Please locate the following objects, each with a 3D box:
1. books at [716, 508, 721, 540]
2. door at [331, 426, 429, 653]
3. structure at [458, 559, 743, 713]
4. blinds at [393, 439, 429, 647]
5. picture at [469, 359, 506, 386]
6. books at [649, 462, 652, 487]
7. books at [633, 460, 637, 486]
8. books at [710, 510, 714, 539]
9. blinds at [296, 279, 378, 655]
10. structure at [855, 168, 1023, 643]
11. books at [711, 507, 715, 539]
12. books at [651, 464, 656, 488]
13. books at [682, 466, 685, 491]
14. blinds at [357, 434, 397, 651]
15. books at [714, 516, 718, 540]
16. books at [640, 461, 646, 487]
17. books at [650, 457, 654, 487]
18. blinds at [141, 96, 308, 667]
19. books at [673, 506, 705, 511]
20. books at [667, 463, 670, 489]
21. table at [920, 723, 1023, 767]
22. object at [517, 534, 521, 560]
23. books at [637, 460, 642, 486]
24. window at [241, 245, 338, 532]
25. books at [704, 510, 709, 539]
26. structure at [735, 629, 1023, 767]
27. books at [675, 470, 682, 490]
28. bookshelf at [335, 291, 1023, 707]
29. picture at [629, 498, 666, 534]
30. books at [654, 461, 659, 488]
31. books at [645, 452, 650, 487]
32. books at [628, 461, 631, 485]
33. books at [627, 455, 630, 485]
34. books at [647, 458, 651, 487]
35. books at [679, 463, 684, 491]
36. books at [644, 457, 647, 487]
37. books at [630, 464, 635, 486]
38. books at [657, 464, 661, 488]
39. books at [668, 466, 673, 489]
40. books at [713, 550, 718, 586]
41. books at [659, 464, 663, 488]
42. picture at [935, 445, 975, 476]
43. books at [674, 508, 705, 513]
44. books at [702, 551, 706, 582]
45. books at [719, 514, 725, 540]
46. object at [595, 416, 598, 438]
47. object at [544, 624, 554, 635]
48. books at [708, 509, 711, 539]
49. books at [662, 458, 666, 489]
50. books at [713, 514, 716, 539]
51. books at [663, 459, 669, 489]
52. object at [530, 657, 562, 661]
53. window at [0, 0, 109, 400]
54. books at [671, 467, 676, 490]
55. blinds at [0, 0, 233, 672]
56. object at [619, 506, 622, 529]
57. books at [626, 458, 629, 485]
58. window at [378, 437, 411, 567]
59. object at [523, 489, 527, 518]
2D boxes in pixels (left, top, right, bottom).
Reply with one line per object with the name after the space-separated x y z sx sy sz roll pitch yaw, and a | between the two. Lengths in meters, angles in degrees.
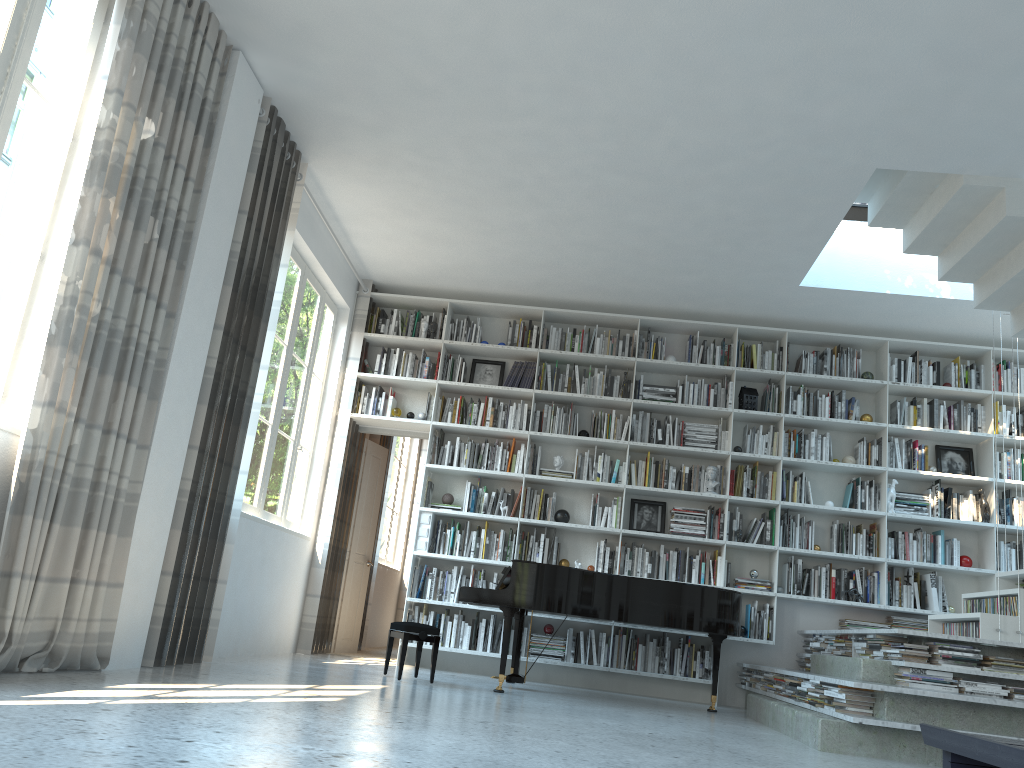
1.712 1.181 7.386 0.011 0.278 0.186 6 -15 5 | books
-1.175 1.464 8.083 0.834 1.975 0.789 6 -15 5 | door
0.638 1.751 6.147 1.918 0.830 1.339 6 -15 5 | structure
-1.217 1.796 11.690 0.140 3.221 0.778 6 -15 5 | blinds
-0.224 -0.075 7.915 0.300 0.299 0.078 6 -15 5 | picture
1.167 0.793 7.540 0.010 0.244 0.150 6 -15 5 | books
1.047 0.782 7.547 0.042 0.241 0.162 6 -15 5 | books
1.656 1.191 7.400 0.013 0.255 0.163 6 -15 5 | books
-1.466 0.715 7.864 0.140 3.221 0.778 6 -15 5 | blinds
3.352 0.280 5.654 2.613 3.372 1.960 6 -15 5 | structure
1.669 1.176 7.403 0.011 0.287 0.152 6 -15 5 | books
1.193 0.805 7.540 0.024 0.228 0.148 6 -15 5 | books
1.443 0.822 7.504 0.010 0.233 0.175 6 -15 5 | books
-1.392 1.035 8.999 0.140 3.221 0.778 6 -15 5 | blinds
1.693 1.214 7.396 0.021 0.217 0.132 6 -15 5 | books
1.109 0.789 7.544 0.029 0.239 0.156 6 -15 5 | books
1.178 0.772 7.526 0.010 0.280 0.171 6 -15 5 | books
-1.641 -0.046 5.173 0.140 3.221 0.778 6 -15 5 | blinds
1.480 1.056 7.441 0.254 0.012 0.161 4 -15 9 | books
1.317 0.805 7.531 0.011 0.251 0.131 6 -15 5 | books
2.294 1.421 3.047 1.269 0.217 1.261 6 -15 5 | table
0.059 1.392 7.451 0.012 0.253 0.161 6 -15 5 | object
1.082 0.784 7.553 0.026 0.247 0.139 6 -15 5 | books
-1.689 0.024 6.564 0.073 2.003 1.989 6 -15 5 | window
1.620 1.186 7.395 0.012 0.253 0.161 6 -15 5 | books
3.042 1.993 5.607 2.899 0.657 3.122 6 -15 5 | structure
1.398 0.839 7.517 0.050 0.198 0.146 6 -15 5 | books
1.557 1.019 7.385 6.296 3.133 0.331 6 -15 5 | bookshelf
1.146 1.130 7.500 0.300 0.299 0.078 6 -15 5 | picture
1.221 0.794 7.548 0.028 0.258 0.135 6 -15 5 | books
1.143 0.747 7.521 0.014 0.316 0.188 6 -15 5 | books
0.998 0.784 7.563 0.011 0.234 0.142 6 -15 5 | books
0.990 0.761 7.571 0.010 0.281 0.140 6 -15 5 | books
1.154 0.772 7.512 0.015 0.266 0.189 6 -15 5 | books
1.433 0.810 7.512 0.014 0.258 0.162 6 -15 5 | books
1.132 0.774 7.559 0.010 0.283 0.137 6 -15 5 | books
1.026 0.793 7.533 0.053 0.208 0.156 6 -15 5 | books
1.238 0.806 7.522 0.012 0.227 0.170 6 -15 5 | books
1.332 0.820 7.512 0.024 0.216 0.176 6 -15 5 | books
1.672 1.526 7.310 0.011 0.299 0.149 6 -15 5 | books
1.258 0.806 7.529 0.025 0.235 0.137 6 -15 5 | books
3.726 0.669 7.456 0.300 0.299 0.078 6 -15 5 | picture
1.479 1.068 7.440 0.254 0.012 0.161 6 -15 2 | books
1.582 1.527 7.325 0.010 0.283 0.132 6 -15 5 | books
1.730 1.205 7.367 0.034 0.228 0.200 6 -15 5 | books
0.726 0.404 7.682 0.010 0.225 0.143 6 -15 5 | object
0.300 2.000 7.228 0.086 0.087 0.086 11 -16 -16 | object
1.632 1.183 7.392 0.011 0.260 0.185 6 -15 5 | books
1.279 0.783 7.526 0.013 0.283 0.177 6 -15 5 | books
1.678 1.206 7.401 0.013 0.232 0.134 6 -15 5 | books
1.297 0.788 7.509 0.028 0.267 0.190 6 -15 5 | books
0.278 2.232 7.203 0.254 0.007 0.161 5 -15 8 | object
-16.083 -7.044 15.040 32.798 18.483 18.591 5 -15 9 | window
1.359 0.824 7.511 0.030 0.214 0.169 6 -15 5 | books
-1.718 -0.426 3.894 0.183 3.251 1.029 6 -15 5 | blinds
0.909 1.143 7.480 0.017 0.215 0.104 6 -15 5 | object
0.977 0.770 7.560 0.012 0.253 0.161 6 -15 5 | books
-1.440 1.104 10.387 0.073 2.003 1.989 6 -15 5 | window
0.116 1.038 7.556 0.012 0.269 0.131 6 -15 5 | object
